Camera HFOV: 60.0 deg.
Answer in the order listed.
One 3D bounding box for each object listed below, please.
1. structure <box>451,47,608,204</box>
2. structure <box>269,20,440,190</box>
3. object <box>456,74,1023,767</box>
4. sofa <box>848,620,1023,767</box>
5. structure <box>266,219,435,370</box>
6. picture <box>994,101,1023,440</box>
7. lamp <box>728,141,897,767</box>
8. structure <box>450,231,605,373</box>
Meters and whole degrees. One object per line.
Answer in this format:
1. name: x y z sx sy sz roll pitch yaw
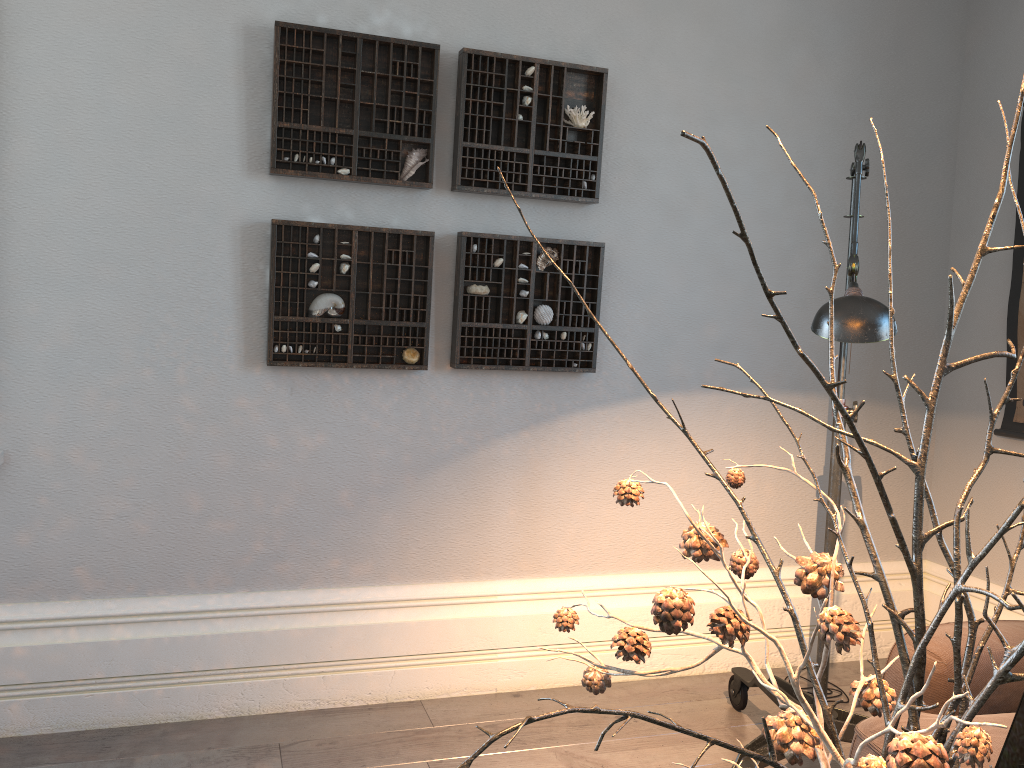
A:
1. structure: 0.061 -0.784 2.721 0.468 0.416 0.105 1 4 -18
2. structure: -0.456 -0.796 2.575 0.468 0.416 0.099 1 4 -18
3. object: 0.268 0.136 0.512 0.853 1.065 0.525 6 5 42
4. sofa: 1.438 0.765 1.048 0.968 0.824 2.166 1 4 -18
5. structure: -0.470 -0.254 2.597 0.468 0.416 0.086 1 4 -18
6. picture: 1.826 -0.445 2.644 0.057 1.312 0.793 2 4 -18
7. lamp: 1.027 0.248 2.447 0.797 1.644 1.864 4 4 19
8. structure: 0.052 -0.249 2.769 0.468 0.416 0.086 1 4 -18
